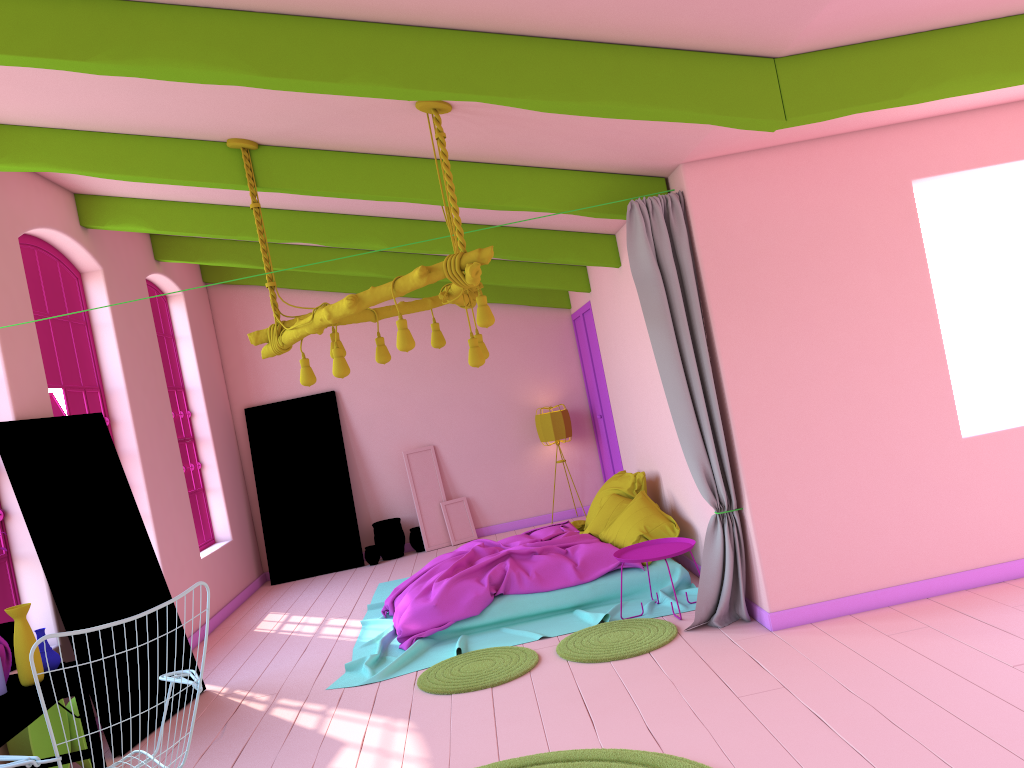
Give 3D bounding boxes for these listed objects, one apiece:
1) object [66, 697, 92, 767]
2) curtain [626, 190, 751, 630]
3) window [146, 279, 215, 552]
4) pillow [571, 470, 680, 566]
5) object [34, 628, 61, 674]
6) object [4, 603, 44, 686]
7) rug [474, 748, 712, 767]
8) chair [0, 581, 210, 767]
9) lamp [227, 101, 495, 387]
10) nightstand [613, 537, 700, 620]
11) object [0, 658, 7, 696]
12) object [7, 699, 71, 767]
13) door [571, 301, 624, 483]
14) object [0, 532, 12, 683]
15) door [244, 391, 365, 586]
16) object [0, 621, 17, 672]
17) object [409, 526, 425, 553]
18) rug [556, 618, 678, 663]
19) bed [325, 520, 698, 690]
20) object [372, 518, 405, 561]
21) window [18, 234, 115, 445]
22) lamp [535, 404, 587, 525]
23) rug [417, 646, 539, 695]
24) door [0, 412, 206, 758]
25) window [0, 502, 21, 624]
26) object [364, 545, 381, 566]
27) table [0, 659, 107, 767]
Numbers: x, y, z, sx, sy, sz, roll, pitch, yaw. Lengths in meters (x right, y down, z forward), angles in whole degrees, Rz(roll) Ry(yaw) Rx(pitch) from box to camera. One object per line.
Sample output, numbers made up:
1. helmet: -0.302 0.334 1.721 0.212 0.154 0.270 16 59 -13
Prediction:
1. object: -2.647 2.126 5.366 0.137 0.463 0.284 -11 0 -18
2. curtain: 1.163 0.190 5.705 0.518 2.785 0.525 -11 0 -22
3. window: -3.665 0.334 9.558 0.072 3.047 1.275 -11 0 -3
4. pillow: 0.968 1.245 8.173 0.848 0.822 2.618 -11 0 -14
5. object: -2.388 1.360 4.526 0.132 0.219 0.132 -11 0 14
6. object: -2.374 1.274 4.328 0.115 0.383 0.116 -11 0 -30
7. rug: 0.034 1.793 3.299 1.887 0.050 1.890 -11 0 -16
8. chair: -1.720 1.539 3.660 0.926 1.238 1.077 -11 0 31
9. lamp: -0.790 -1.132 5.200 1.609 2.264 1.777 -11 0 -21
10. nightstand: 1.065 1.400 6.374 0.596 0.458 0.595 -11 0 34
11. object: -2.500 1.397 4.250 0.109 0.197 0.109 -11 0 34
12. object: -2.727 2.002 5.034 0.218 0.733 0.451 -11 0 -3
13. door: 1.074 0.361 10.640 0.108 2.590 1.677 -11 0 -3
14. object: -2.693 1.053 4.366 0.440 0.951 0.503 -11 0 -43
15. door: -2.593 1.273 11.044 1.153 2.211 0.450 -11 0 -3
16. object: -3.048 1.581 5.295 0.223 0.272 0.223 -11 0 -16
17. object: -1.169 1.959 11.178 0.261 0.306 0.260 -11 0 29
18. rug: 0.692 1.693 5.883 0.793 0.021 0.792 -11 0 24
19. bed: -0.053 1.611 7.856 2.802 0.514 3.577 -11 0 -3
20. object: -1.528 1.940 11.084 0.386 0.471 0.385 -11 0 39
21. window: -3.537 0.300 7.100 0.214 3.009 1.514 -11 0 -3
22. lamp: 0.643 0.990 11.153 0.492 1.466 0.476 -11 0 27
23. rug: -0.224 1.873 5.830 0.792 0.021 0.793 -11 0 -21
24. door: -2.786 1.274 6.106 0.450 2.211 1.153 -11 0 7
25. window: -3.420 0.253 5.196 0.072 3.047 1.275 -11 0 -3
26. object: -1.708 2.100 10.853 0.199 0.234 0.199 -11 0 -36
27. table: -2.428 1.886 3.581 0.655 0.821 2.193 -11 0 -3
